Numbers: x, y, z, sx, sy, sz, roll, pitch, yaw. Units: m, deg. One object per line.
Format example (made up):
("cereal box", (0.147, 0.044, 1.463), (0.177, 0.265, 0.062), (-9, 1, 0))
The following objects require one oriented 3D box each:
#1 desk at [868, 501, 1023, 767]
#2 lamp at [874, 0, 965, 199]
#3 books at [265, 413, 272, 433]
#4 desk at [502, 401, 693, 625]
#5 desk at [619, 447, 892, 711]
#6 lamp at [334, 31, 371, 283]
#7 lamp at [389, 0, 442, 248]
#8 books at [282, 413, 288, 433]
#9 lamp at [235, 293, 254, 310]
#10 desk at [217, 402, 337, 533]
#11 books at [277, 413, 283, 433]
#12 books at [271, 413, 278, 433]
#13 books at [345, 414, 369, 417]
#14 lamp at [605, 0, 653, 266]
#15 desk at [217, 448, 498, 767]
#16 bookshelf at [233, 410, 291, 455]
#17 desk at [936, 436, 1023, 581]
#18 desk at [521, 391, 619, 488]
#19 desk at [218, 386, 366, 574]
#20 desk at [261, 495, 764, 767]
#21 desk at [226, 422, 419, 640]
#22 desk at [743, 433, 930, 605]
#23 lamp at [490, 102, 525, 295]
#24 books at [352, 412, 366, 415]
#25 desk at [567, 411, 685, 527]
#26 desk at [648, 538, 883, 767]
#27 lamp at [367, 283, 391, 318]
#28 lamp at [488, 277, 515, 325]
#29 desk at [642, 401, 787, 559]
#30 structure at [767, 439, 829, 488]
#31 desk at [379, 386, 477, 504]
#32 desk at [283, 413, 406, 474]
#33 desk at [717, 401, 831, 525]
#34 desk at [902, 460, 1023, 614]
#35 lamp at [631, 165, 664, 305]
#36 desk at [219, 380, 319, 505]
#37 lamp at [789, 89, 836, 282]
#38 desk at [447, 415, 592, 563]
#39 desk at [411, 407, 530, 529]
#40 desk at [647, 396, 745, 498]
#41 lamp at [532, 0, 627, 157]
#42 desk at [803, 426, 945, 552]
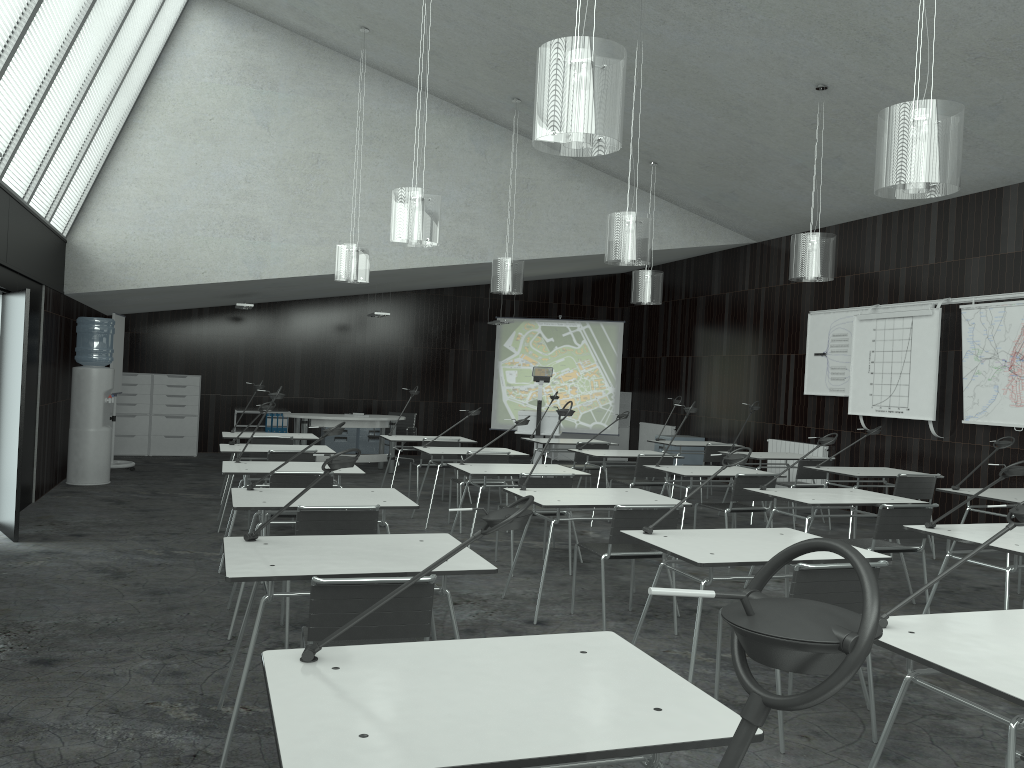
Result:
("desk", (1.446, 0.927, 2.379), (0.900, 1.153, 0.700), (3, 0, -18))
("lamp", (1.892, -2.126, 4.026), (0.350, 2.307, 0.359), (3, 0, -19))
("books", (-3.691, 0.650, 13.437), (0.072, 0.320, 0.262), (3, 0, -19))
("desk", (0.476, 0.780, 5.143), (0.900, 1.321, 0.700), (3, 0, -19))
("desk", (1.006, 0.897, 3.782), (0.900, 1.153, 0.700), (3, 0, -19))
("lamp", (-1.574, -2.591, 9.076), (0.350, 2.848, 0.359), (3, 0, -19))
("lamp", (-0.626, -2.529, 6.281), (0.350, 2.848, 0.359), (3, 0, -19))
("books", (-3.467, 0.660, 13.513), (0.072, 0.320, 0.262), (3, 0, -19))
("lamp", (-3.460, -2.911, 11.720), (0.212, 3.595, 0.600), (3, 0, -19))
("desk", (-1.965, 0.736, 7.380), (0.900, 1.153, 0.700), (3, 0, -19))
("books", (-3.538, 0.657, 13.489), (0.072, 0.320, 0.262), (3, 0, -19))
("books", (-3.609, 0.653, 13.465), (0.072, 0.320, 0.262), (3, 0, -19))
("books", (-2.043, 0.455, 11.667), (0.210, 0.021, 0.297), (2, 0, -36))
("lamp", (0.944, -2.188, 6.821), (0.350, 2.307, 0.359), (3, 0, -19))
("desk", (-0.587, 0.827, 3.245), (0.900, 1.153, 0.700), (3, 0, -19))
("bookshelf", (-3.782, 0.821, 13.402), (0.817, 0.739, 0.403), (3, 0, -19))
("desk", (3.564, 1.002, 6.182), (0.900, 1.153, 0.700), (3, 0, -20))
("desk", (0.626, 0.758, 9.797), (0.900, 1.321, 0.700), (3, 0, -19))
("desk", (-1.491, 0.683, 6.002), (0.900, 1.321, 0.700), (3, 0, -18))
("desk", (-0.054, 0.860, 1.884), (0.900, 1.153, 0.700), (3, 0, -19))
("desk", (-1.004, 0.798, 4.645), (0.900, 1.153, 0.700), (3, 0, -18))
("desk", (2.051, 0.934, 5.678), (0.900, 1.153, 0.700), (3, 0, -19))
("lamp", (-0.004, -2.250, 9.616), (0.350, 2.307, 0.359), (3, 0, -19))
("books", (-2.008, 0.432, 11.636), (0.164, 0.032, 0.183), (3, 0, -6))
("desk", (1.064, 0.871, 8.420), (0.900, 1.153, 0.700), (3, 0, -19))
("desk", (0.391, 0.805, 0.488), (0.900, 1.321, 0.700), (3, 0, -19))
("lamp", (-1.771, -2.836, 12.294), (0.212, 3.595, 0.600), (3, 0, -19))
("lamp", (-0.081, -2.761, 12.869), (0.212, 3.595, 0.600), (3, 0, -19))
("desk", (1.589, 0.820, 7.032), (0.900, 1.321, 0.700), (3, 0, -19))
("structure", (3.400, 1.120, 10.663), (0.079, 0.688, 1.129), (3, 0, -19))
("desk", (-0.886, 0.691, 9.272), (0.900, 1.321, 0.700), (3, 0, -18))
("desk", (-2.163, 0.869, 11.555), (1.600, 0.818, 0.910), (3, 0, -24))
("desk", (2.643, 0.857, 8.949), (0.900, 1.321, 0.700), (3, 0, -20))
("desk", (2.501, 0.964, 4.310), (0.900, 1.153, 0.700), (3, 0, -20))
("lamp", (1.580, -1.906, 10.161), (0.350, 1.761, 0.359), (3, 0, -19))
("desk", (-2.402, 0.623, 8.789), (0.900, 1.321, 0.700), (3, 0, -19))
("lamp", (2.528, -1.844, 7.366), (0.350, 1.761, 0.359), (3, 0, -19))
("desk", (0.031, 0.835, 6.521), (0.900, 1.153, 0.700), (3, 0, -18))
("desk", (-0.385, 0.806, 7.946), (0.900, 1.153, 0.700), (3, 0, -19))
("desk", (2.127, 0.825, 10.317), (0.900, 1.321, 0.700), (3, 0, -19))
("lamp", (0.322, -2.467, 3.486), (0.350, 2.848, 0.359), (3, 0, -19))
("desk", (3.060, 0.969, 7.557), (0.900, 1.153, 0.700), (3, 0, -19))
